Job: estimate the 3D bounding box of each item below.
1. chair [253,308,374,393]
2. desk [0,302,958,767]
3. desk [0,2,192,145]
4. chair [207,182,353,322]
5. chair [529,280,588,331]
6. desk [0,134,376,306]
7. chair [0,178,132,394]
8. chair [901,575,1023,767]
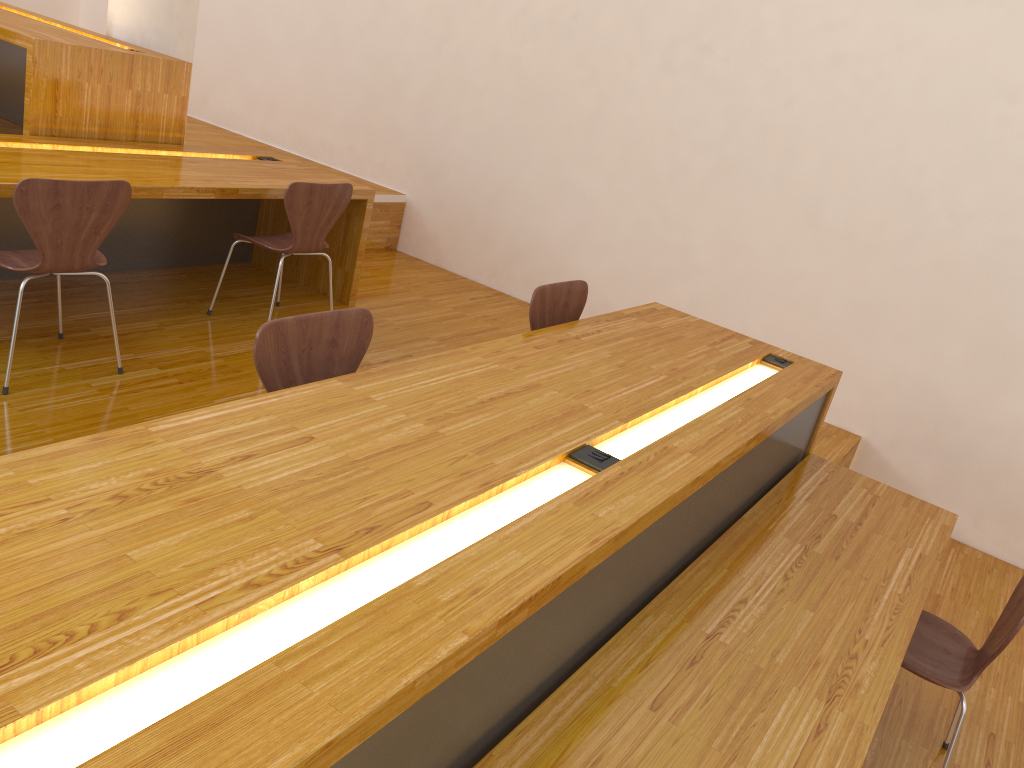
[{"bbox_3d":[-0.397,0.216,2.132,0.381,0.693,0.428,24,22,26],"label":"chair"},{"bbox_3d":[0.126,0.606,2.041,1.285,0.918,3.236,24,22,26],"label":"desk"},{"bbox_3d":[-3.067,-1.754,4.654,3.185,0.606,0.760,24,22,26],"label":"desk"},{"bbox_3d":[-1.008,-0.592,3.904,0.381,0.693,0.428,24,22,26],"label":"chair"},{"bbox_3d":[0.229,0.040,3.044,0.381,0.693,0.428,24,22,26],"label":"chair"},{"bbox_3d":[-1.895,-0.552,3.325,0.760,0.606,3.185,24,22,26],"label":"desk"},{"bbox_3d":[-1.571,-0.387,2.958,0.381,0.693,0.428,24,22,26],"label":"chair"},{"bbox_3d":[1.188,0.797,2.586,0.381,0.693,0.428,24,22,26],"label":"chair"}]
